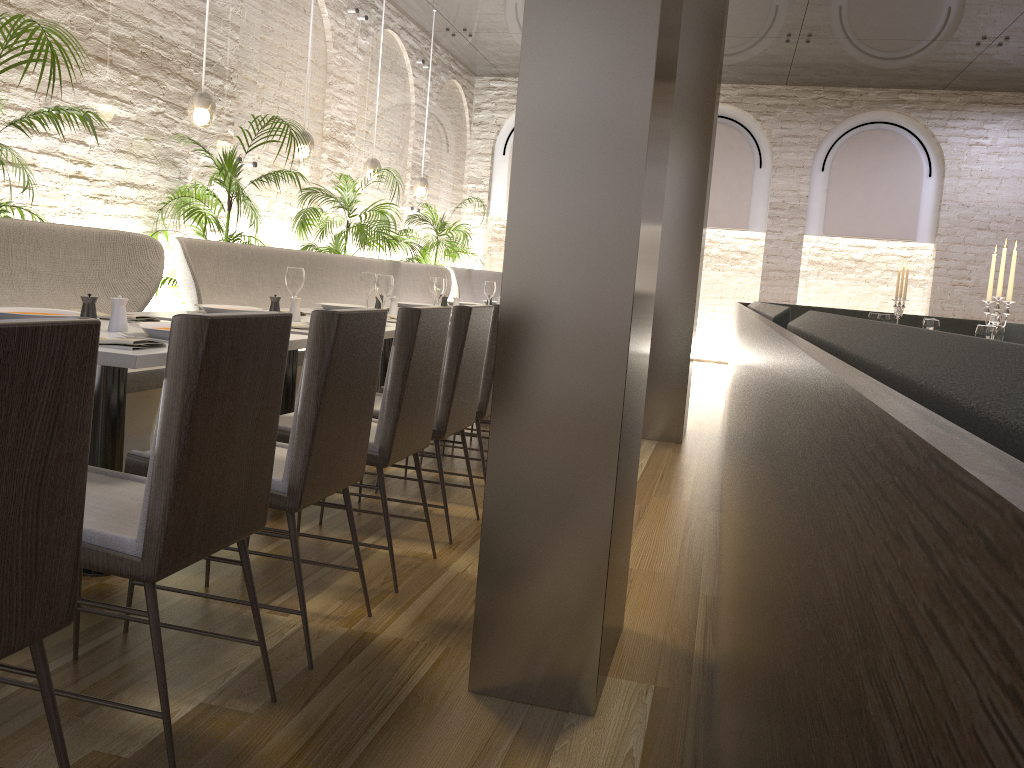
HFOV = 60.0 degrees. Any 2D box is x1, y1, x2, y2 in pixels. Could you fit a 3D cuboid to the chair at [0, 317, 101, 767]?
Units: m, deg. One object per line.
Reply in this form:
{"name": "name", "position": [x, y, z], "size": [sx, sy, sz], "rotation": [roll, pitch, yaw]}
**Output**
{"name": "chair", "position": [-0.973, 0.335, 1.301], "size": [0.566, 0.903, 0.413], "rotation": [6, 5, 13]}

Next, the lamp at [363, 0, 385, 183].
{"name": "lamp", "position": [-1.257, -2.929, 8.387], "size": [0.177, 2.034, 0.178], "rotation": [4, 4, -8]}

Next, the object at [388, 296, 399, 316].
{"name": "object", "position": [-0.658, -0.435, 4.939], "size": [0.059, 0.109, 0.059], "rotation": [5, 5, 5]}

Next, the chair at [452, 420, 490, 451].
{"name": "chair", "position": [-0.009, -0.052, 5.243], "size": [0.566, 0.903, 0.413], "rotation": [6, 5, 13]}

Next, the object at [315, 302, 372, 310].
{"name": "object", "position": [-0.960, -0.432, 5.036], "size": [0.321, 0.036, 0.323], "rotation": [4, 7, -4]}

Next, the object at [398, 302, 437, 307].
{"name": "object", "position": [-0.685, -0.542, 6.162], "size": [0.321, 0.036, 0.323], "rotation": [4, 7, -9]}

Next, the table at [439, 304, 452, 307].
{"name": "table", "position": [-0.176, -0.233, 7.266], "size": [0.937, 0.757, 1.013], "rotation": [6, 6, 13]}

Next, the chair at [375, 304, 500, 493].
{"name": "chair", "position": [-0.283, 0.058, 4.122], "size": [0.566, 0.903, 0.413], "rotation": [6, 5, 13]}

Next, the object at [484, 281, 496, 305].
{"name": "object", "position": [-0.162, -0.614, 6.298], "size": [0.086, 0.230, 0.087], "rotation": [2, 6, -34]}

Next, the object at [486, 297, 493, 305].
{"name": "object", "position": [-0.183, -0.660, 7.173], "size": [0.059, 0.109, 0.059], "rotation": [5, 5, 5]}

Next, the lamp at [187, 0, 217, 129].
{"name": "lamp", "position": [-1.926, -2.661, 5.653], "size": [0.178, 2.034, 0.178], "rotation": [8, 5, 34]}

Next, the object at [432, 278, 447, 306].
{"name": "object", "position": [-0.432, -0.506, 5.197], "size": [0.086, 0.230, 0.086], "rotation": [6, 5, 19]}

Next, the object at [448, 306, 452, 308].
{"name": "object", "position": [-0.587, -0.566, 6.490], "size": [0.273, 0.033, 0.143], "rotation": [6, 7, 13]}

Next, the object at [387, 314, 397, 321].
{"name": "object", "position": [-0.528, -0.333, 4.562], "size": [0.273, 0.033, 0.143], "rotation": [6, 7, 13]}

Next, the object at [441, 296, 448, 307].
{"name": "object", "position": [-0.461, -0.548, 6.037], "size": [0.059, 0.109, 0.059], "rotation": [5, 5, 5]}

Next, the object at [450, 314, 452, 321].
{"name": "object", "position": [-0.441, -0.374, 4.910], "size": [0.321, 0.036, 0.323], "rotation": [4, 7, -4]}

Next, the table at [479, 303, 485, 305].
{"name": "table", "position": [0.089, -0.339, 8.351], "size": [0.937, 0.757, 1.013], "rotation": [6, 6, 13]}

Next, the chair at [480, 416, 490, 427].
{"name": "chair", "position": [0.125, -0.105, 5.790], "size": [0.566, 0.903, 0.413], "rotation": [6, 5, 13]}

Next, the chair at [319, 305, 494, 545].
{"name": "chair", "position": [-0.417, 0.112, 3.574], "size": [0.566, 0.903, 0.413], "rotation": [6, 5, 13]}

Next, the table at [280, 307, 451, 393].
{"name": "table", "position": [-0.730, -0.011, 5.004], "size": [0.937, 0.757, 1.013], "rotation": [6, 6, 13]}

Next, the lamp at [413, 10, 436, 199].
{"name": "lamp", "position": [-0.928, -3.061, 9.733], "size": [0.177, 2.034, 0.178], "rotation": [4, 4, -8]}

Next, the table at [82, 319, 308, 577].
{"name": "table", "position": [-1.275, 0.207, 2.776], "size": [0.937, 0.757, 1.013], "rotation": [6, 6, 13]}

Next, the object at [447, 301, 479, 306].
{"name": "object", "position": [-0.407, -0.654, 7.298], "size": [0.321, 0.036, 0.323], "rotation": [4, 7, -9]}

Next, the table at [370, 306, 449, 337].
{"name": "table", "position": [-0.454, -0.121, 6.130], "size": [0.937, 0.757, 1.013], "rotation": [6, 6, 13]}

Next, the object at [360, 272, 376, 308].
{"name": "object", "position": [-0.786, -0.491, 4.816], "size": [0.086, 0.230, 0.086], "rotation": [2, 5, -29]}

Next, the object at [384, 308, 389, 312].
{"name": "object", "position": [-0.862, -0.456, 5.364], "size": [0.273, 0.033, 0.143], "rotation": [6, 7, 13]}

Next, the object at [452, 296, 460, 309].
{"name": "object", "position": [-0.382, -0.545, 6.065], "size": [0.059, 0.109, 0.059], "rotation": [5, 5, 5]}

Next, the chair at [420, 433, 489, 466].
{"name": "chair", "position": [-0.142, 0.002, 4.699], "size": [0.566, 0.903, 0.413], "rotation": [6, 5, 13]}

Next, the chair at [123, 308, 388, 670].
{"name": "chair", "position": [-0.692, 0.222, 2.448], "size": [0.566, 0.903, 0.413], "rotation": [6, 5, 13]}

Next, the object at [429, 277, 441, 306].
{"name": "object", "position": [-0.516, -0.599, 5.917], "size": [0.086, 0.230, 0.087], "rotation": [2, 6, -34]}

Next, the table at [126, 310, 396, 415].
{"name": "table", "position": [-1.006, 0.100, 3.875], "size": [0.937, 0.757, 1.013], "rotation": [6, 6, 13]}

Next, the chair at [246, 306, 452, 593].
{"name": "chair", "position": [-0.551, 0.166, 3.024], "size": [0.566, 0.903, 0.413], "rotation": [6, 5, 13]}

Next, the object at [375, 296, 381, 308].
{"name": "object", "position": [-0.737, -0.438, 4.911], "size": [0.059, 0.109, 0.059], "rotation": [5, 5, 5]}

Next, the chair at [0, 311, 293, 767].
{"name": "chair", "position": [-0.826, 0.276, 1.900], "size": [0.566, 0.903, 0.413], "rotation": [6, 5, 13]}

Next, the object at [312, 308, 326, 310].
{"name": "object", "position": [-1.009, -0.405, 4.859], "size": [0.185, 0.010, 0.017], "rotation": [6, 6, 13]}

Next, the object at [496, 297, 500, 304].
{"name": "object", "position": [-0.104, -0.656, 7.201], "size": [0.059, 0.109, 0.059], "rotation": [5, 5, 5]}

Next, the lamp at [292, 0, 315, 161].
{"name": "lamp", "position": [-1.593, -2.795, 7.013], "size": [0.177, 2.034, 0.178], "rotation": [5, 4, -2]}
